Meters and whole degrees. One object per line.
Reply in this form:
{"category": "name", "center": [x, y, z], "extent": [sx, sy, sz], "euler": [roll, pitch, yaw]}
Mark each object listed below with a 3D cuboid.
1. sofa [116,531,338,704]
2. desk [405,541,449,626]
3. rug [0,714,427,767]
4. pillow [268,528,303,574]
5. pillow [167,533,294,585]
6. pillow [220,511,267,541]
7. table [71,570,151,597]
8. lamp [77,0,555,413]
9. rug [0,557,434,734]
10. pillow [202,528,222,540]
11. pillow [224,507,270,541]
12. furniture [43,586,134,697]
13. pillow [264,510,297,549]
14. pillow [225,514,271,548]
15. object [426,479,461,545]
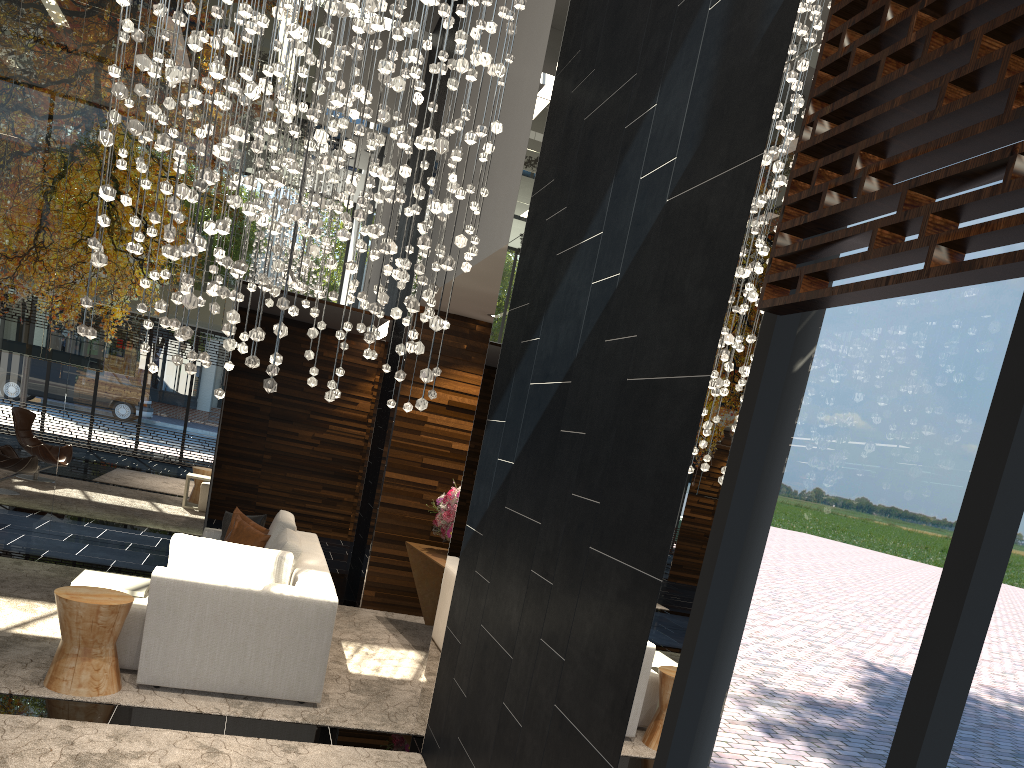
{"category": "sofa", "center": [-2.048, 1.478, 6.233], "extent": [1.307, 0.693, 2.782], "euler": [12, -3, -15]}
{"category": "desk", "center": [-0.272, 1.876, 6.897], "extent": [1.002, 0.759, 2.189], "euler": [11, -3, -16]}
{"category": "rug", "center": [-1.808, 1.661, 3.178], "extent": [3.460, 0.006, 2.279], "euler": [13, -4, -16]}
{"category": "pillow", "center": [-1.633, 1.249, 5.996], "extent": [0.293, 0.443, 0.701], "euler": [10, 0, -15]}
{"category": "pillow", "center": [-1.695, 1.169, 5.166], "extent": [0.720, 0.469, 0.210], "euler": [12, 6, -16]}
{"category": "pillow", "center": [-2.223, 1.221, 7.068], "extent": [0.540, 0.423, 0.256], "euler": [12, 5, 31]}
{"category": "table", "center": [-2.484, 1.436, 5.318], "extent": [0.405, 0.475, 0.388], "euler": [11, 4, -16]}
{"category": "lamp", "center": [4.657, -46.213, 1.160], "extent": [396.129, 116.205, 397.852], "euler": [11, -3, 9]}
{"category": "rug", "center": [-2.571, 1.716, 6.082], "extent": [5.977, 0.006, 3.135], "euler": [13, -4, -17]}
{"category": "pillow", "center": [-2.312, 1.348, 7.349], "extent": [0.633, 0.154, 0.233], "euler": [13, -1, -22]}
{"category": "pillow", "center": [-2.143, 1.220, 6.870], "extent": [0.533, 0.439, 0.245], "euler": [13, 5, 39]}
{"category": "furniture", "center": [-2.309, 1.401, 4.709], "extent": [0.386, 0.532, 0.391], "euler": [13, 5, 19]}
{"category": "pillow", "center": [-1.866, 1.255, 6.842], "extent": [0.250, 0.458, 0.701], "euler": [10, 0, -16]}
{"category": "pillow", "center": [-2.100, 1.238, 6.659], "extent": [0.504, 0.421, 0.271], "euler": [13, 5, 44]}
{"category": "object", "center": [-0.344, 1.166, 7.391], "extent": [0.702, 0.690, 0.638], "euler": [11, 3, -25]}
